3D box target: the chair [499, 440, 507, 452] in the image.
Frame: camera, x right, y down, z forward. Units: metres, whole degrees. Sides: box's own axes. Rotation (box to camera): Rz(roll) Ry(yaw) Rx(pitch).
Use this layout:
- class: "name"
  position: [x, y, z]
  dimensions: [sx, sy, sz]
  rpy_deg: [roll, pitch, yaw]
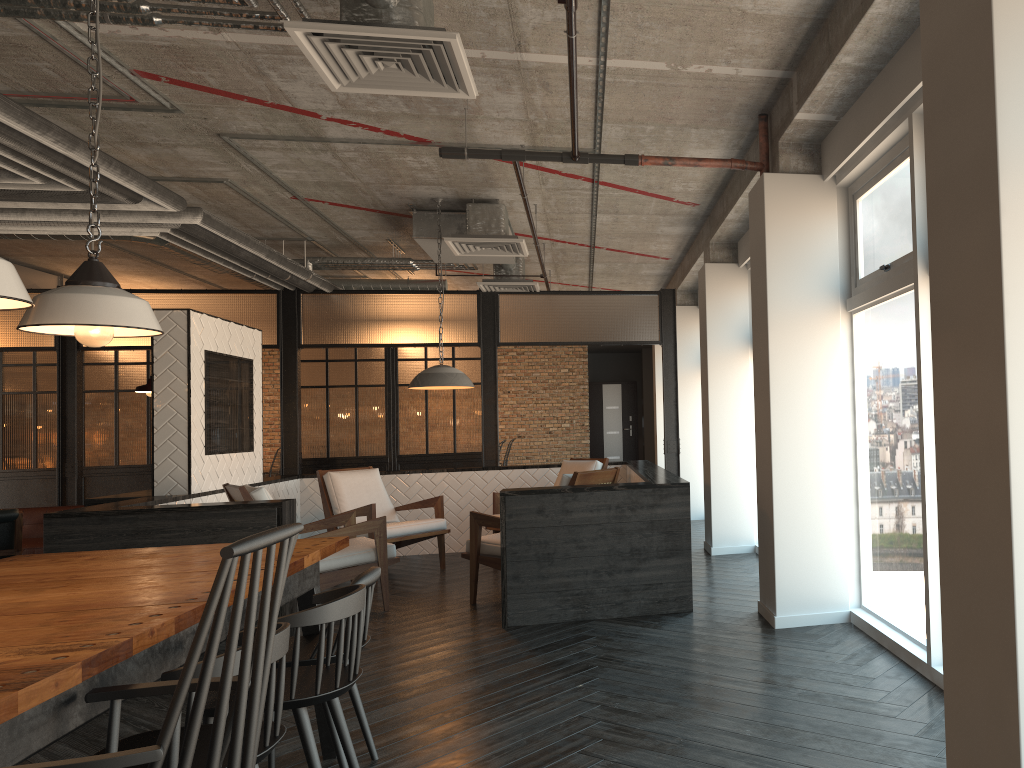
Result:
- class: "chair"
  position: [-0.432, 1.294, 11.234]
  dimensions: [0.737, 1.062, 0.664]
  rpy_deg: [-1, -2, -5]

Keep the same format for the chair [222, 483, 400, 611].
- class: "chair"
  position: [-1.368, 1.103, 5.661]
  dimensions: [1.087, 0.906, 0.613]
  rpy_deg: [0, -3, -35]

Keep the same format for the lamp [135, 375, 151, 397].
- class: "lamp"
  position: [-2.577, 0.006, 5.992]
  dimensions: [0.264, 0.171, 0.165]
  rpy_deg: [0, -3, -38]

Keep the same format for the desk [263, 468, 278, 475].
- class: "desk"
  position: [-4.083, 1.625, 11.999]
  dimensions: [0.833, 0.719, 1.594]
  rpy_deg: [-2, -3, 1]

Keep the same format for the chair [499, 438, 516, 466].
- class: "chair"
  position: [-0.293, 1.376, 12.843]
  dimensions: [0.737, 1.062, 0.664]
  rpy_deg: [-1, -2, -5]

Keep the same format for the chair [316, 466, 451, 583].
- class: "chair"
  position: [-1.143, 1.178, 7.178]
  dimensions: [0.812, 0.906, 0.823]
  rpy_deg: [-3, -3, 35]

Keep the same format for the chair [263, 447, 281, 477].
- class: "chair"
  position: [-3.641, 1.445, 12.120]
  dimensions: [0.737, 1.062, 0.664]
  rpy_deg: [-1, -2, -5]

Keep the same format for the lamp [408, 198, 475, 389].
- class: "lamp"
  position: [-0.583, -0.739, 6.768]
  dimensions: [0.512, 1.544, 0.507]
  rpy_deg: [-1, -2, 4]

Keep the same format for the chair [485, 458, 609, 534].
- class: "chair"
  position: [0.366, 1.151, 7.588]
  dimensions: [1.089, 0.906, 0.611]
  rpy_deg: [1, -3, -44]

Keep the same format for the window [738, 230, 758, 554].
- class: "window"
  position: [2.160, 0.054, 6.567]
  dimensions: [0.252, 2.872, 2.420]
  rpy_deg: [-1, -2, 5]

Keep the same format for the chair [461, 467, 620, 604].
- class: "chair"
  position: [0.249, 1.068, 5.977]
  dimensions: [0.826, 0.906, 0.812]
  rpy_deg: [-3, -3, 30]

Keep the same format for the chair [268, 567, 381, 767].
- class: "chair"
  position: [-0.715, 1.024, 2.898]
  dimensions: [0.490, 0.725, 0.358]
  rpy_deg: [-1, -2, -6]

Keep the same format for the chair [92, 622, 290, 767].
- class: "chair"
  position: [-0.780, 0.971, 1.973]
  dimensions: [0.470, 0.737, 0.358]
  rpy_deg: [-1, -2, -6]

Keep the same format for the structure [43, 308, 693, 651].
- class: "structure"
  position: [-0.768, 0.535, 6.698]
  dimensions: [4.184, 2.113, 3.547]
  rpy_deg: [-1, -3, -5]

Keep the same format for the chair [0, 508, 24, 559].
- class: "chair"
  position: [-3.788, 1.229, 5.513]
  dimensions: [0.871, 0.795, 0.864]
  rpy_deg: [0, -3, -39]

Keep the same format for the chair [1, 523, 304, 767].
- class: "chair"
  position: [-0.686, 0.794, 1.480]
  dimensions: [0.517, 1.032, 0.439]
  rpy_deg: [-1, -2, -5]

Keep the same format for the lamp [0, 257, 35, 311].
- class: "lamp"
  position: [-1.395, -1.016, 2.011]
  dimensions: [0.346, 1.736, 0.387]
  rpy_deg: [-2, -2, 15]

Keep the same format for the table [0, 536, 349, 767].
- class: "table"
  position: [-1.416, 0.936, 1.447]
  dimensions: [1.231, 0.791, 3.642]
  rpy_deg: [-2, -3, 3]

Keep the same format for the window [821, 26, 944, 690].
- class: "window"
  position: [1.926, -0.085, 3.851]
  dimensions: [0.252, 2.872, 2.420]
  rpy_deg: [-1, -2, 5]

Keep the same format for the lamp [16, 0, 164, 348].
- class: "lamp"
  position: [-1.339, -0.983, 2.659]
  dimensions: [0.346, 1.736, 0.387]
  rpy_deg: [-2, -2, 15]

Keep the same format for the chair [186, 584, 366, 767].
- class: "chair"
  position: [-0.678, 0.995, 2.479]
  dimensions: [0.470, 0.737, 0.358]
  rpy_deg: [-1, -2, -6]

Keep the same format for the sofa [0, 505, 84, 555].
- class: "sofa"
  position: [-4.589, 1.428, 7.267]
  dimensions: [1.718, 0.637, 0.635]
  rpy_deg: [-1, -3, -10]
